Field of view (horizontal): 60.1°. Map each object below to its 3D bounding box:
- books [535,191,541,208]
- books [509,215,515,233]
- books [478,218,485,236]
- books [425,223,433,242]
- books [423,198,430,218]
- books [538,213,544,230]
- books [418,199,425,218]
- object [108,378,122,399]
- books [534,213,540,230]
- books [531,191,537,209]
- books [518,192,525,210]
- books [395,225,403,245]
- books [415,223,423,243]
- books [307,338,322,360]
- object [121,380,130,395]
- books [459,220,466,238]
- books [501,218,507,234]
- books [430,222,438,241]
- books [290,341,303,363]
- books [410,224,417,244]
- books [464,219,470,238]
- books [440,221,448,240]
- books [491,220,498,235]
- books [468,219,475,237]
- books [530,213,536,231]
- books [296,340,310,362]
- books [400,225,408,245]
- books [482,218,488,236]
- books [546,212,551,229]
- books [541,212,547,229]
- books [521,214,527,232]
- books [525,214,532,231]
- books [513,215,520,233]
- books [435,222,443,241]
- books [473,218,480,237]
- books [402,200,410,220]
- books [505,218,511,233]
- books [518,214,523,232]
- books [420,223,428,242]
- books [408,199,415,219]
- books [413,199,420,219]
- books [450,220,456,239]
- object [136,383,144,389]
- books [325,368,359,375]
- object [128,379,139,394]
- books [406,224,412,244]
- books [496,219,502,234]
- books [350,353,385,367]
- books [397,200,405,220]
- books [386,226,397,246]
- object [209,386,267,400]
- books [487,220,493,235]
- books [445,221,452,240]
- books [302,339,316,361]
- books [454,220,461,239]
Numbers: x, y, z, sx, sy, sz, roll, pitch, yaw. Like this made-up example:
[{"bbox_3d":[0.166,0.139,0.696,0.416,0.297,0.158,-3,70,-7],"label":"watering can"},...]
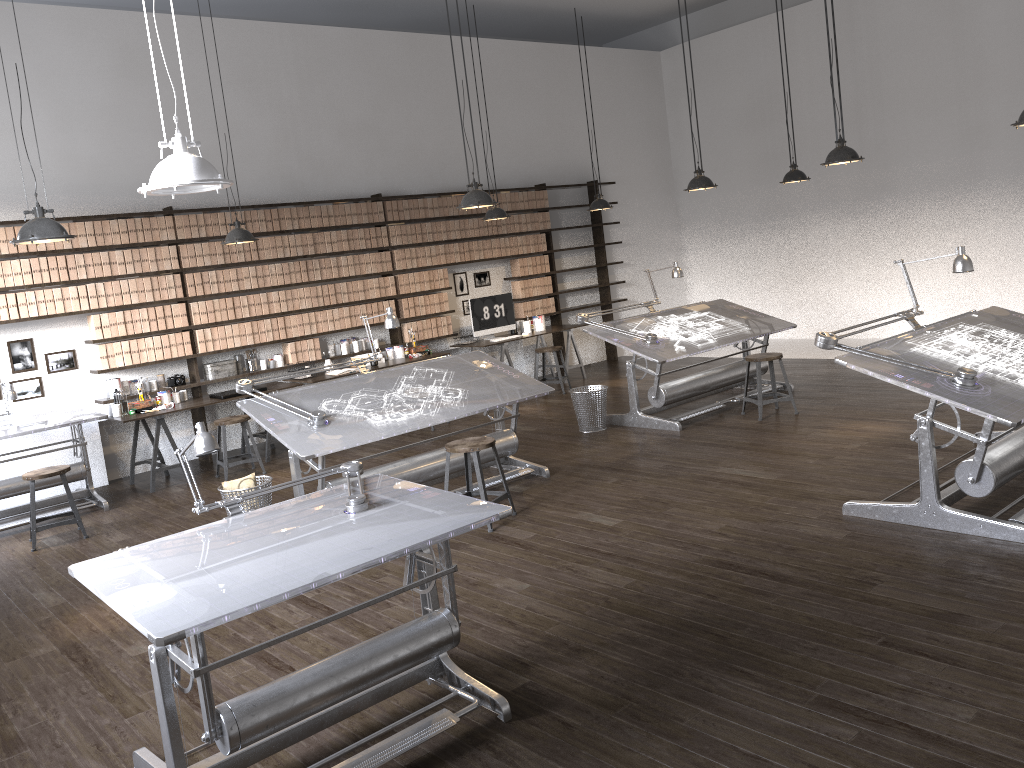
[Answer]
[{"bbox_3d":[0.277,-2.349,11.335,0.067,0.224,0.174,-12,8,-39],"label":"books"},{"bbox_3d":[-0.049,-1.986,11.059,0.067,0.224,0.174,-12,8,-39],"label":"books"},{"bbox_3d":[-0.423,-1.891,10.735,0.067,0.224,0.174,-12,8,-39],"label":"books"},{"bbox_3d":[-1.003,-1.746,10.249,0.067,0.224,0.174,-12,8,-39],"label":"books"},{"bbox_3d":[-1.038,-2.019,10.225,0.067,0.224,0.174,-12,8,-39],"label":"books"},{"bbox_3d":[0.316,-2.077,11.360,0.067,0.224,0.174,-12,8,-39],"label":"books"},{"bbox_3d":[-1.085,-2.006,10.178,0.067,0.224,0.174,-12,8,-39],"label":"books"},{"bbox_3d":[-3.585,0.041,8.010,0.107,0.176,0.107,-12,8,-38],"label":"object"},{"bbox_3d":[0.259,-2.064,11.321,0.067,0.224,0.174,-12,8,-39],"label":"books"},{"bbox_3d":[0.222,-2.335,11.287,0.067,0.224,0.174,-12,8,-39],"label":"books"},{"bbox_3d":[0.065,-2.295,11.153,0.067,0.224,0.174,-12,8,-39],"label":"books"},{"bbox_3d":[-1.320,-1.666,9.979,0.067,0.224,0.174,-12,8,-39],"label":"books"},{"bbox_3d":[-1.113,-1.719,10.155,0.067,0.224,0.174,-12,8,-39],"label":"books"},{"bbox_3d":[-2.090,-0.370,9.331,0.067,0.224,0.174,-12,8,-39],"label":"books"},{"bbox_3d":[-3.553,0.036,8.134,0.070,0.130,0.070,-7,6,-2],"label":"object"},{"bbox_3d":[-0.642,-1.838,10.558,0.067,0.224,0.174,-12,8,-39],"label":"books"},{"bbox_3d":[-0.154,-1.959,10.965,0.067,0.224,0.174,-12,8,-39],"label":"books"},{"bbox_3d":[-0.952,-1.760,10.297,0.067,0.224,0.174,-12,8,-39],"label":"books"},{"bbox_3d":[-2.250,-0.330,9.195,0.067,0.224,0.174,-12,8,-39],"label":"books"},{"bbox_3d":[-1.172,-1.705,10.112,0.067,0.224,0.174,-12,8,-39],"label":"books"},{"bbox_3d":[-0.590,-1.851,10.604,0.067,0.224,0.174,-12,8,-39],"label":"books"},{"bbox_3d":[-0.844,-1.786,10.381,0.067,0.224,0.174,-12,8,-39],"label":"books"},{"bbox_3d":[-0.263,-1.932,10.872,0.067,0.224,0.174,-12,8,-39],"label":"books"},{"bbox_3d":[-0.535,-1.864,10.645,0.067,0.224,0.174,-12,8,-39],"label":"books"},{"bbox_3d":[0.208,-2.051,11.275,0.067,0.224,0.174,-12,8,-39],"label":"books"},{"bbox_3d":[-2.196,-0.343,9.241,0.067,0.224,0.174,-12,8,-39],"label":"books"},{"bbox_3d":[-1.265,-1.680,10.025,0.067,0.224,0.174,-12,8,-39],"label":"books"},{"bbox_3d":[-0.379,-1.903,10.779,0.067,0.224,0.174,-12,8,-39],"label":"books"},{"bbox_3d":[0.412,-2.102,11.445,0.067,0.224,0.174,-12,8,-39],"label":"books"},{"bbox_3d":[0.364,-2.090,11.406,0.067,0.224,0.174,-12,8,-39],"label":"books"},{"bbox_3d":[0.101,-2.024,11.182,0.067,0.224,0.174,-12,8,-39],"label":"books"},{"bbox_3d":[0.157,-2.037,11.227,0.067,0.224,0.174,-12,8,-39],"label":"books"},{"bbox_3d":[0.005,-1.999,11.097,0.067,0.224,0.174,-12,8,-39],"label":"books"},{"bbox_3d":[-0.899,-1.773,10.342,0.067,0.224,0.174,-12,8,-39],"label":"books"},{"bbox_3d":[-0.478,-1.878,10.689,0.067,0.224,0.174,-12,8,-39],"label":"books"},{"bbox_3d":[-1.244,-1.967,10.047,0.067,0.224,0.174,-12,8,-39],"label":"books"},{"bbox_3d":[-0.103,-1.973,11.014,0.067,0.224,0.174,-12,8,-39],"label":"books"},{"bbox_3d":[0.053,-2.012,11.144,0.067,0.224,0.174,-12,8,-39],"label":"books"},{"bbox_3d":[-1.060,-1.733,10.207,0.067,0.224,0.174,-12,8,-39],"label":"books"},{"bbox_3d":[-1.194,-1.980,10.095,0.067,0.224,0.174,-12,8,-39],"label":"books"},{"bbox_3d":[-1.140,-1.994,10.140,0.067,0.224,0.174,-12,8,-39],"label":"books"},{"bbox_3d":[-0.748,-1.810,10.465,0.067,0.224,0.174,-12,8,-39],"label":"books"},{"bbox_3d":[-3.421,0.040,8.151,0.062,0.094,0.062,-2,8,36],"label":"object"},{"bbox_3d":[-1.688,-0.135,9.013,0.356,0.029,0.256,-14,11,-39],"label":"books"},{"bbox_3d":[-3.504,0.026,8.226,0.095,0.127,0.094,-8,7,-9],"label":"object"},{"bbox_3d":[-1.220,-1.692,10.068,0.067,0.224,0.174,-12,8,-39],"label":"books"},{"bbox_3d":[-0.210,-1.946,10.924,0.067,0.224,0.174,-12,8,-39],"label":"books"},{"bbox_3d":[-1.509,-0.271,9.396,0.296,0.147,0.385,-14,10,-39],"label":"books"},{"bbox_3d":[-1.301,-1.953,10.005,0.067,0.224,0.174,-12,8,-39],"label":"books"},{"bbox_3d":[-1.376,-1.653,9.935,0.067,0.224,0.174,-12,8,-39],"label":"books"},{"bbox_3d":[-2.559,0.080,8.281,0.448,0.033,0.312,-14,11,-39],"label":"object"},{"bbox_3d":[-0.323,-1.918,10.829,0.067,0.224,0.174,-12,8,-39],"label":"books"},{"bbox_3d":[-0.797,-1.799,10.427,0.067,0.224,0.174,-12,8,-39],"label":"books"},{"bbox_3d":[-2.140,-0.356,9.282,0.067,0.224,0.174,-12,8,-39],"label":"books"},{"bbox_3d":[-0.692,-1.824,10.510,0.067,0.224,0.174,-12,8,-39],"label":"books"}]
